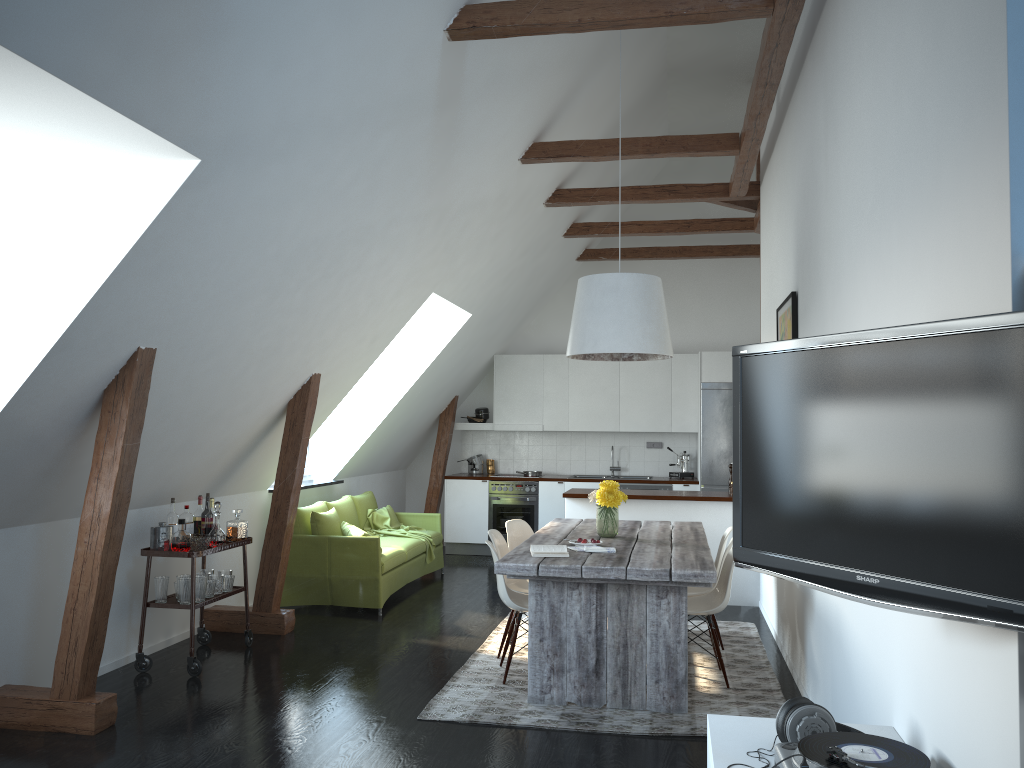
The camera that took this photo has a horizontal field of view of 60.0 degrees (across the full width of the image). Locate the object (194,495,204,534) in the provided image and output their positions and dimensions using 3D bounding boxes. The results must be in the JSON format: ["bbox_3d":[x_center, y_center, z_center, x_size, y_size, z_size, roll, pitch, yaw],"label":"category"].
[{"bbox_3d":[-2.078,0.895,5.902,0.081,0.308,0.081,0,-3,2],"label":"object"}]

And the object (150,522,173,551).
[{"bbox_3d":[-2.124,0.933,5.385,0.135,0.182,0.052,3,-4,-43],"label":"object"}]

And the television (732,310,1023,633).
[{"bbox_3d":[1.084,0.204,2.210,0.537,0.652,1.005,2,-3,-24],"label":"television"}]

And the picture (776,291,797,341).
[{"bbox_3d":[1.733,0.064,5.592,0.036,1.181,0.808,0,-3,10],"label":"picture"}]

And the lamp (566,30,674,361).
[{"bbox_3d":[0.738,-1.576,5.850,0.757,2.813,0.697,2,-3,-30],"label":"lamp"}]

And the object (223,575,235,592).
[{"bbox_3d":[-1.857,1.303,5.788,0.092,0.099,0.092,1,-3,-12],"label":"object"}]

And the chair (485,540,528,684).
[{"bbox_3d":[0.104,1.351,5.343,0.542,0.801,0.465,1,-3,-4],"label":"chair"}]

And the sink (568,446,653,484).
[{"bbox_3d":[1.167,0.989,10.425,0.963,0.519,0.671,0,-3,10],"label":"sink"}]

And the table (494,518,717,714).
[{"bbox_3d":[0.678,1.381,5.690,1.141,0.788,2.421,0,-3,10],"label":"table"}]

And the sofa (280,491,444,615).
[{"bbox_3d":[-1.299,1.464,8.114,0.898,0.825,2.093,0,-3,9],"label":"sofa"}]

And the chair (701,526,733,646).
[{"bbox_3d":[1.305,1.412,6.317,0.542,0.801,0.465,0,-3,11],"label":"chair"}]

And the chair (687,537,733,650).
[{"bbox_3d":[1.219,1.388,5.852,0.542,0.801,0.465,0,-3,16],"label":"chair"}]

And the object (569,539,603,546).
[{"bbox_3d":[0.443,0.959,5.331,0.205,0.024,0.205,0,-3,2],"label":"object"}]

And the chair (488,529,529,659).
[{"bbox_3d":[0.108,1.377,5.870,0.542,0.801,0.465,0,-3,11],"label":"chair"}]

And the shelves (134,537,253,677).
[{"bbox_3d":[-1.995,1.380,5.643,0.438,0.732,0.803,0,-3,6],"label":"shelves"}]

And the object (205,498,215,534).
[{"bbox_3d":[-1.939,0.889,5.721,0.081,0.307,0.081,0,-3,16],"label":"object"}]

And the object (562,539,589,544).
[{"bbox_3d":[0.388,0.948,5.336,0.194,0.022,0.019,-1,-3,26],"label":"object"}]

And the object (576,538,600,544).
[{"bbox_3d":[0.458,0.947,5.340,0.132,0.034,0.144,2,-3,-18],"label":"object"}]

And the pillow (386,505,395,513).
[{"bbox_3d":[-1.255,1.368,8.882,0.210,0.275,0.462,0,-3,8],"label":"pillow"}]

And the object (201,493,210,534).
[{"bbox_3d":[-1.991,0.879,5.794,0.080,0.329,0.080,1,-3,1],"label":"object"}]

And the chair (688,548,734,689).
[{"bbox_3d":[1.112,1.361,5.327,0.542,0.801,0.465,0,-3,6],"label":"chair"}]

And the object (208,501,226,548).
[{"bbox_3d":[-1.870,0.891,5.623,0.114,0.292,0.114,1,-3,-18],"label":"object"}]

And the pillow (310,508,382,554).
[{"bbox_3d":[-1.336,1.230,7.351,0.600,0.387,0.475,0,-3,8],"label":"pillow"}]

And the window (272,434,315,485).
[{"bbox_3d":[0.182,-1.363,4.514,5.959,4.249,8.018,0,-3,10],"label":"window"}]

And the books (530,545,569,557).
[{"bbox_3d":[0.208,0.930,4.963,0.202,0.042,0.251,1,-3,-2],"label":"books"}]

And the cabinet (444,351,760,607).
[{"bbox_3d":[1.149,0.780,9.263,4.208,2.369,3.033,0,-3,10],"label":"cabinet"}]

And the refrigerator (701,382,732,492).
[{"bbox_3d":[2.397,0.915,9.791,0.609,1.868,0.031,0,-3,10],"label":"refrigerator"}]

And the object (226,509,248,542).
[{"bbox_3d":[-1.833,0.945,5.918,0.101,0.211,0.101,-1,-3,25],"label":"object"}]

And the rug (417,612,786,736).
[{"bbox_3d":[0.683,1.765,5.650,1.898,0.022,2.677,0,-3,10],"label":"rug"}]

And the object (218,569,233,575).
[{"bbox_3d":[-1.906,1.297,5.887,0.095,0.119,0.095,2,-3,-28],"label":"object"}]

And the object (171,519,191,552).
[{"bbox_3d":[-1.994,0.918,5.350,0.087,0.206,0.087,-1,-3,35],"label":"object"}]

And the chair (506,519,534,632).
[{"bbox_3d":[0.215,1.407,6.437,0.542,0.801,0.465,-2,-4,36],"label":"chair"}]

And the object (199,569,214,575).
[{"bbox_3d":[-2.034,1.296,5.908,0.095,0.119,0.095,2,-3,-28],"label":"object"}]

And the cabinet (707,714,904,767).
[{"bbox_3d":[0.861,1.364,2.468,0.623,0.507,1.069,0,-3,10],"label":"cabinet"}]

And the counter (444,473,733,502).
[{"bbox_3d":[0.718,1.058,9.303,3.365,0.038,3.085,0,-3,10],"label":"counter"}]

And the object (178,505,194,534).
[{"bbox_3d":[-2.098,0.911,5.710,0.067,0.257,0.099,0,-3,15],"label":"object"}]

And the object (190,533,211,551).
[{"bbox_3d":[-1.960,0.983,5.501,0.245,0.092,0.151,-2,-4,39],"label":"object"}]

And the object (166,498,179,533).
[{"bbox_3d":[-2.110,0.868,5.508,0.073,0.320,0.073,1,-3,1],"label":"object"}]
